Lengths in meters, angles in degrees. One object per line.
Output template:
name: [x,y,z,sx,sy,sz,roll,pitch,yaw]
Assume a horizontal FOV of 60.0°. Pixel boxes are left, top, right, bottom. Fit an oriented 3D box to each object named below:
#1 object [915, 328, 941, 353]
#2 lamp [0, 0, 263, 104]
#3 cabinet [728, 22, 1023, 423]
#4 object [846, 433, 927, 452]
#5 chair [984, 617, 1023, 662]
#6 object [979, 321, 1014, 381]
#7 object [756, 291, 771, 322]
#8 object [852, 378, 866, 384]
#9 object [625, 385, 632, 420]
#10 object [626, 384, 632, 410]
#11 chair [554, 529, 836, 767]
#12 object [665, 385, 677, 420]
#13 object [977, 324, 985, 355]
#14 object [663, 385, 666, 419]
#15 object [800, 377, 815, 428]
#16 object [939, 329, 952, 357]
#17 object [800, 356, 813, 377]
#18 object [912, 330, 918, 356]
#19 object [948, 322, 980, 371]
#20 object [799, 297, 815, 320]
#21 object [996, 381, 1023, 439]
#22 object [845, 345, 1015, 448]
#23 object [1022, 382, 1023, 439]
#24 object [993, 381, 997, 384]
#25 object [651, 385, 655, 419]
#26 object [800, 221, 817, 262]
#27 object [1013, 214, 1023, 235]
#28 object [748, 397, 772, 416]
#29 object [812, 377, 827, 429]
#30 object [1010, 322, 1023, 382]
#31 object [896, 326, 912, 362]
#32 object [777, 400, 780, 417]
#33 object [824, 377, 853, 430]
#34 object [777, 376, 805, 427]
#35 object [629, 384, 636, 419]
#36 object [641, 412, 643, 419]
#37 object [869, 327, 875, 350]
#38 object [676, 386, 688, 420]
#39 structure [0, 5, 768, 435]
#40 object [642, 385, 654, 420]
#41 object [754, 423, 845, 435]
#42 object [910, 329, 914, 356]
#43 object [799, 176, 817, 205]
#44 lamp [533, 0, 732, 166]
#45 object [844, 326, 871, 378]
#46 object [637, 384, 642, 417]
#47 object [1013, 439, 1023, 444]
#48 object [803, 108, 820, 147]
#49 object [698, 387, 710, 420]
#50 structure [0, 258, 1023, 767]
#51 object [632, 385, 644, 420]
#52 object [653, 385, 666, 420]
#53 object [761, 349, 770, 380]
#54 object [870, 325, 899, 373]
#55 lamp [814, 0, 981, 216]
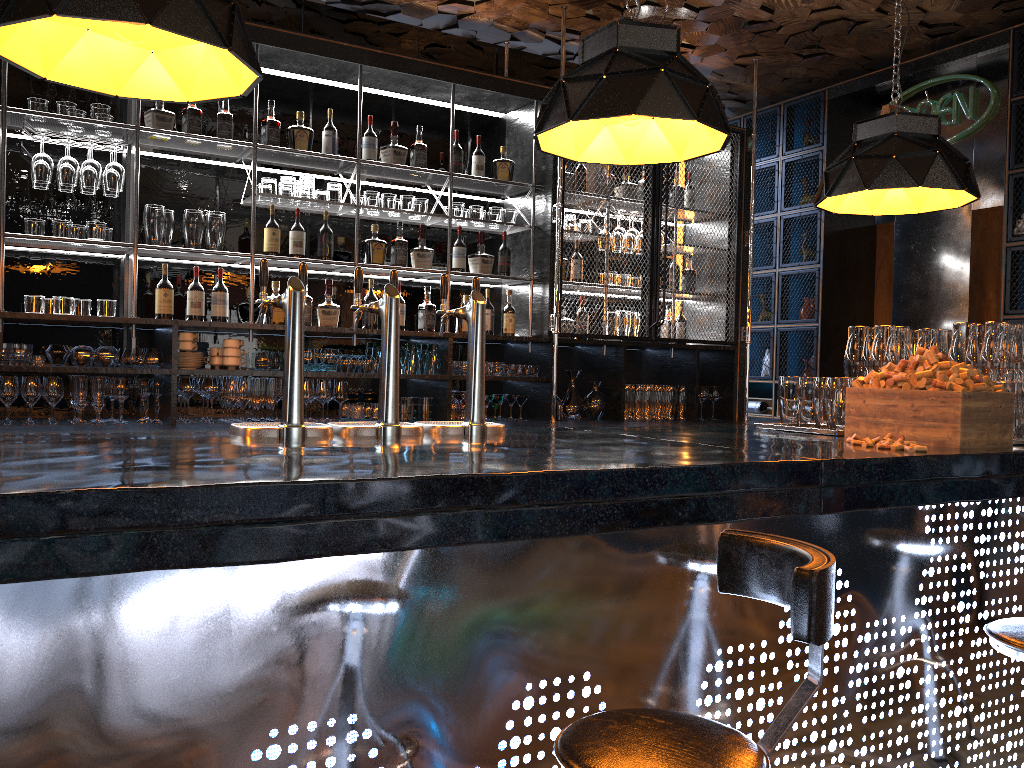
object: [1.708,-0.123,3.644,0.105,0.209,0.105,1,1,-5]
lamp: [-0.886,-1.538,2.095,0.582,1.564,0.607,1,1,-30]
cabinet: [2.950,-0.401,5.882,0.691,3.514,4.416,1,1,-30]
object: [1.176,0.183,2.781,0.198,0.045,0.377,2,1,8]
chair: [1.279,0.821,2.026,0.476,1.108,0.419,1,1,-15]
object: [1.702,-0.114,3.113,0.105,0.209,0.105,1,1,-5]
object: [2.122,-0.606,7.175,0.290,0.290,0.097,2,1,9]
object: [1.323,0.083,3.367,0.105,0.209,0.105,2,1,35]
object: [0.736,0.120,5.758,0.079,0.231,0.079,2,1,6]
object: [0.753,0.119,5.873,0.079,0.231,0.079,2,1,40]
chair: [0.249,0.805,1.376,0.476,1.108,0.419,1,1,-15]
object: [1.061,0.125,5.946,0.079,0.231,0.079,2,1,6]
object: [1.730,-0.116,3.270,0.105,0.209,0.105,1,1,-5]
object: [1.058,0.124,6.048,0.079,0.231,0.079,2,1,40]
object: [1.202,0.076,3.584,0.105,0.209,0.105,1,1,-5]
object: [1.785,-0.121,3.693,0.105,0.209,0.105,1,1,-5]
object: [2.298,-0.125,6.804,0.107,0.209,0.233,1,1,-13]
object: [1.736,-0.124,3.801,0.105,0.209,0.105,1,1,-5]
object: [1.636,-0.118,3.210,0.105,0.209,0.105,1,1,-5]
object: [2.355,-0.559,6.828,0.278,0.222,0.138,1,1,0]
object: [1.709,0.096,3.055,0.105,0.209,0.105,1,1,-5]
object: [1.436,0.034,3.037,0.340,0.332,0.464,1,1,-27]
object: [1.799,0.097,3.121,0.105,0.209,0.105,1,1,-5]
object: [1.753,0.094,3.221,0.105,0.209,0.105,1,1,-5]
object: [0.974,0.122,6.002,0.079,0.231,0.079,1,1,-28]
object: [2.312,-1.065,6.806,0.198,0.358,0.116,2,1,30]
object: [3.195,-0.950,5.240,0.403,0.221,0.192,2,1,29]
object: [2.006,0.181,7.128,0.123,0.132,0.396,1,1,-30]
object: [1.221,0.079,3.447,0.105,0.209,0.105,1,1,-5]
object: [1.778,-0.113,3.163,0.105,0.209,0.105,1,1,-5]
object: [1.544,-0.125,3.544,0.105,0.209,0.105,1,1,-5]
object: [2.213,0.193,6.756,0.122,0.132,0.396,1,1,-30]
object: [1.223,0.081,3.323,0.105,0.209,0.105,2,1,35]
object: [1.106,0.075,3.520,0.105,0.209,0.105,1,1,-5]
object: [0.806,0.118,6.010,0.079,0.231,0.079,2,1,2]
object: [0.898,0.121,5.952,0.079,0.231,0.079,1,1,-20]
object: [1.496,-0.128,3.652,0.105,0.209,0.105,1,1,-5]
object: [1.149,0.127,5.998,0.079,0.231,0.079,1,1,-34]
structure: [-1.334,-0.509,4.578,6.750,3.553,1.143,1,1,-30]
object: [0.895,0.123,5.855,0.079,0.231,0.079,2,1,36]
object: [1.192,0.173,3.439,0.273,0.019,0.437,1,1,-30]
object: [1.642,-0.126,3.740,0.105,0.209,0.105,1,1,-5]
object: [2.305,-1.464,6.760,0.097,0.290,0.290,1,1,-31]
lamp: [0.381,-1.514,2.690,0.582,1.564,0.607,1,1,-30]
object: [1.402,-0.130,3.591,0.105,0.209,0.105,1,1,-5]
object: [0.882,0.119,6.042,0.079,0.231,0.079,1,1,-37]
object: [1.690,0.190,3.207,0.273,0.019,0.437,1,1,-30]
object: [2.305,-1.934,6.779,0.116,0.358,0.198,1,1,-30]
object: [1.299,0.132,6.077,0.101,0.227,0.101,2,1,38]
structure: [-0.381,0.485,2.299,6.009,1.685,1.214,1,1,-30]
object: [0.823,0.122,5.811,0.079,0.231,0.079,1,1,-34]
object: [0.980,0.124,5.903,0.079,0.231,0.079,1,1,-3]
object: [2.119,-0.155,7.219,0.126,0.249,0.253,2,1,35]
object: [1.468,-0.126,3.495,0.105,0.209,0.105,1,1,-5]
lamp: [1.530,-1.497,3.491,0.582,1.564,0.607,1,1,-30]
